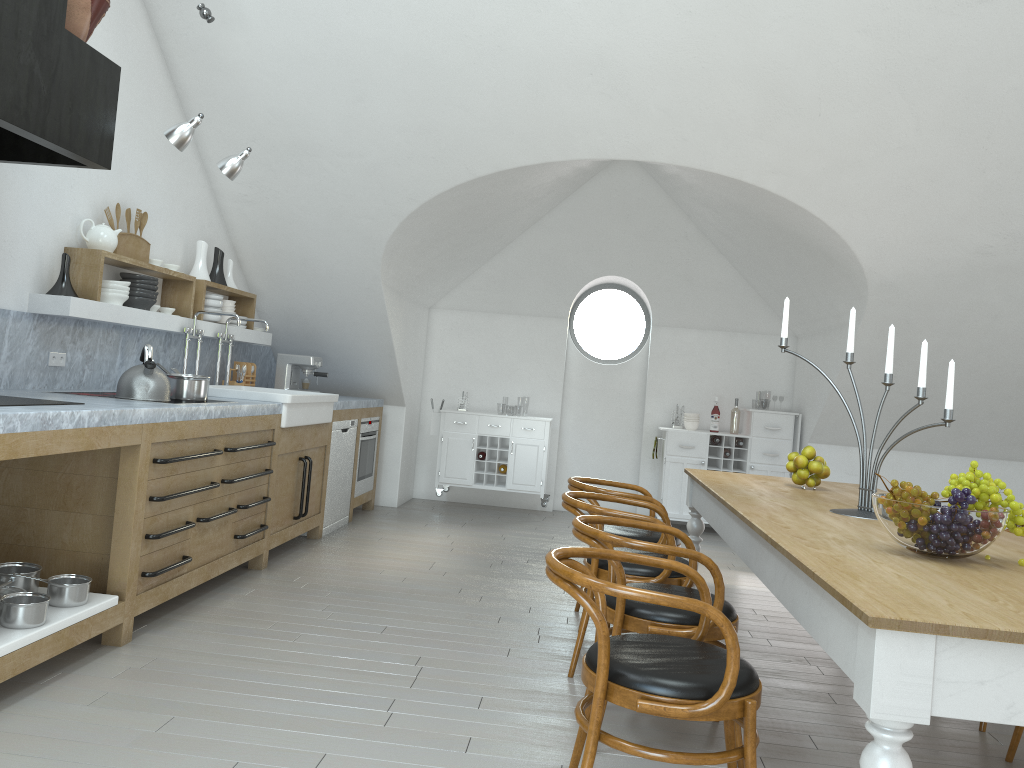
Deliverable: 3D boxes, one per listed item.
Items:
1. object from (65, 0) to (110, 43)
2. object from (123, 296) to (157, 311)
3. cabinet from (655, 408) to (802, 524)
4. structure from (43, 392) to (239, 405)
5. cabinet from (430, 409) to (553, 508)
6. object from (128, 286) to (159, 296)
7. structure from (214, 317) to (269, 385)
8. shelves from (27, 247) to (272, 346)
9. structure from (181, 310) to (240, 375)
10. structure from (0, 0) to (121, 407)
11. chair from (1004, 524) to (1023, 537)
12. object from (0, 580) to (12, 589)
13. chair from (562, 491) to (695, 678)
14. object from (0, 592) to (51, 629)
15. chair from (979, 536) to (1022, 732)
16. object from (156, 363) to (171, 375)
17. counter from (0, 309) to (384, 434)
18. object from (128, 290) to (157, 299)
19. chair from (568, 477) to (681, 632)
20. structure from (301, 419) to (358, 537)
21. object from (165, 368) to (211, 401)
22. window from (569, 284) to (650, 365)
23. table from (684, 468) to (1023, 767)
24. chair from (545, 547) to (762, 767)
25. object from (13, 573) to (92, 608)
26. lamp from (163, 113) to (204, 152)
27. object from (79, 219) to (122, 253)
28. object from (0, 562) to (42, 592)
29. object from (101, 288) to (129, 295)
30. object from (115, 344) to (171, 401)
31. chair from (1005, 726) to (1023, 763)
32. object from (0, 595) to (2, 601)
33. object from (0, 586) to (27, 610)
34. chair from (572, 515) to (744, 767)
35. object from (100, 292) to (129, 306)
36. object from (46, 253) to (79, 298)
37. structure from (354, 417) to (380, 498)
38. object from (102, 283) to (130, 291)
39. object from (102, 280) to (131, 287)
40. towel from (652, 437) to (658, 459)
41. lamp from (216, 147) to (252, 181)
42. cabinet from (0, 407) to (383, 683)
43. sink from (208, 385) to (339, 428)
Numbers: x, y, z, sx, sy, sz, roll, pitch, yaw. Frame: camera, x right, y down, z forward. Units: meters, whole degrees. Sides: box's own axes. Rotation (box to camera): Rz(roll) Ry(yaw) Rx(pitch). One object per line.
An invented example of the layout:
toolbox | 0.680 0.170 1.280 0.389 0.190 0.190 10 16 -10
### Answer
object | -1.792 -1.434 3.484 0.366 0.237 0.347 5 -1 23
object | -2.145 -0.457 5.071 0.205 0.072 0.205 5 0 -7
cabinet | 1.943 0.789 8.192 1.242 1.155 0.609 5 -1 5
structure | -1.829 0.087 4.440 0.647 0.041 0.737 5 0 5
cabinet | -0.191 0.672 8.191 1.135 0.790 0.496 5 -1 5
object | -2.135 -0.510 5.075 0.205 0.086 0.205 5 0 -42
structure | -1.848 -0.185 6.046 0.332 0.530 0.214 5 -2 -14
shelves | -2.048 -1.003 4.247 0.480 1.362 5.547 5 0 -1
structure | -1.890 -0.190 5.559 0.332 0.530 0.214 5 -2 -14
structure | -2.022 -0.895 3.127 0.780 1.886 1.074 5 -1 5
chair | 2.290 1.027 4.377 0.621 0.735 0.527 5 -1 8
object | -1.885 0.753 3.182 0.041 0.045 0.247 5 0 4
chair | 0.495 0.871 3.863 0.621 0.735 0.527 5 -1 8
object | -1.734 0.772 3.054 0.260 0.113 0.153 5 -1 -6
chair | 2.160 1.014 3.663 0.621 0.735 0.527 5 -1 0
object | -1.761 -0.019 4.645 0.236 0.167 0.051 5 -2 0
counter | -1.852 -0.180 4.708 0.962 0.620 6.570 5 0 5
object | -2.143 -0.483 5.071 0.205 0.086 0.205 5 0 43
chair | 0.567 0.878 4.582 0.621 0.735 0.527 5 -1 2
structure | -1.568 0.656 6.640 0.598 0.823 0.723 5 -1 5
object | -1.723 0.010 4.720 0.232 0.170 0.394 5 0 -15
window | 0.968 -0.592 8.804 0.900 0.900 0.060 5 -2 5
table | 1.309 0.905 3.329 1.018 0.799 3.346 5 0 5
chair | 0.369 0.858 2.417 0.621 0.735 0.527 5 -1 5
object | -1.729 0.772 3.357 0.261 0.113 0.153 5 -1 4
lamp | -1.459 -1.116 3.909 0.164 0.178 0.115 4 -1 23
object | -2.180 -0.776 4.696 0.174 0.169 0.168 5 -1 -11
object | -1.960 0.744 3.425 0.309 0.134 0.181 5 -1 29
object | -2.168 -0.478 4.789 0.181 0.065 0.181 5 0 43
object | -1.753 -0.059 4.245 0.246 0.268 0.246 5 -1 15
chair | 2.081 1.006 2.940 0.621 0.735 0.527 5 -1 5
object | -1.858 0.740 2.856 0.378 0.164 0.223 5 -1 -6
object | -1.993 0.748 3.119 0.508 0.052 0.263 5 0 -18
chair | 0.492 0.870 3.133 0.621 0.735 0.527 5 -1 2
object | -2.170 -0.455 4.789 0.181 0.064 0.181 5 0 28
object | -2.217 -0.539 4.393 0.156 0.218 0.156 5 -1 -14
structure | -1.491 0.568 7.394 0.631 0.637 0.632 5 -1 5
object | -2.166 -0.501 4.793 0.181 0.069 0.181 5 0 23
object | -2.163 -0.530 4.795 0.181 0.076 0.180 5 0 43
towel | 1.344 0.597 8.304 0.049 0.204 0.150 5 -1 6
lamp | -1.405 -1.114 4.484 0.169 0.176 0.112 5 -1 -3
cabinet | -1.907 0.639 4.607 1.004 1.022 6.423 5 0 5
sink | -1.619 0.137 5.731 0.727 0.202 1.020 5 0 5
